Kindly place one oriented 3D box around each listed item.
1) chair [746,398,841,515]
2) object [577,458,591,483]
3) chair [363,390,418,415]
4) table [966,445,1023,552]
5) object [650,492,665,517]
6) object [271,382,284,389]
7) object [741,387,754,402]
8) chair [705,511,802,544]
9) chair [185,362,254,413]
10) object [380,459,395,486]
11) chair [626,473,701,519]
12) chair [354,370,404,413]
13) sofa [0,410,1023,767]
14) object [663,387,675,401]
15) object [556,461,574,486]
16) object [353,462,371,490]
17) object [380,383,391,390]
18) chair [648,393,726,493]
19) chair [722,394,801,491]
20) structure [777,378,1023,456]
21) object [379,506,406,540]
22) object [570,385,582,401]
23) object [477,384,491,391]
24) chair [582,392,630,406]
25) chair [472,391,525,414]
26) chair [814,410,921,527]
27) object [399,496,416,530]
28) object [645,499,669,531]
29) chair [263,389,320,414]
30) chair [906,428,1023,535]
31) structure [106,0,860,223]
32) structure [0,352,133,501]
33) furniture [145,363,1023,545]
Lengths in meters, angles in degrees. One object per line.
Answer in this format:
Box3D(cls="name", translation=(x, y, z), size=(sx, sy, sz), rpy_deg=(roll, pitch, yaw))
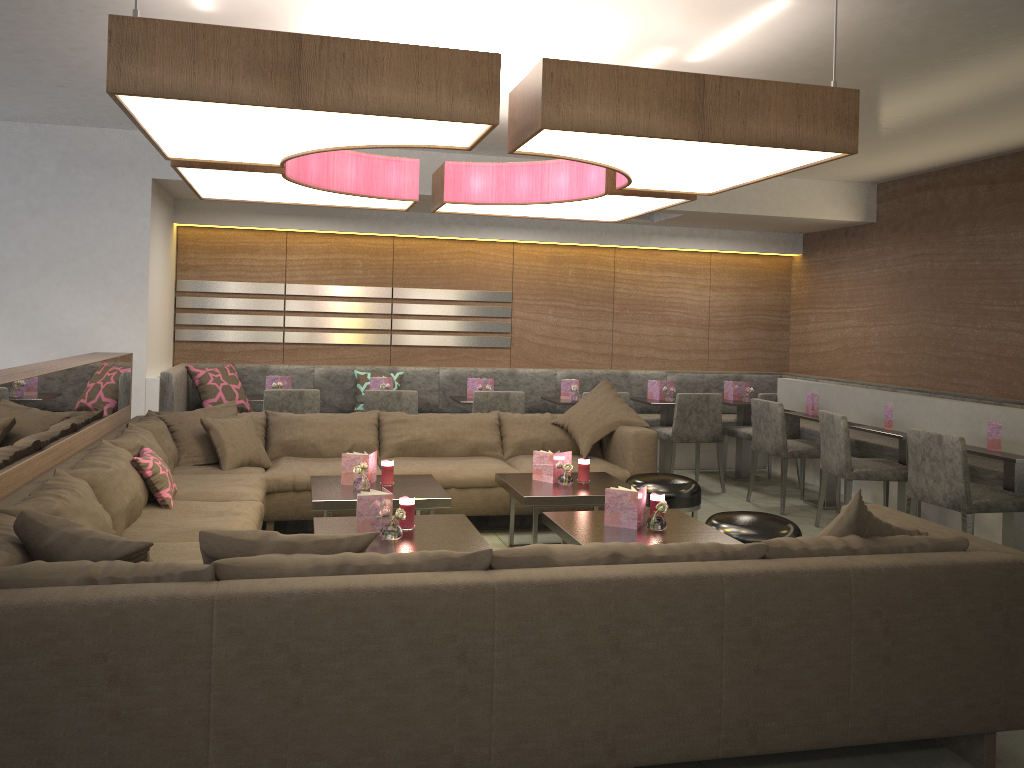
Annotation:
Box3D(cls="chair", translation=(2.010, 0.500, 6.324), size=(0.492, 0.762, 0.477), rpy_deg=(1, 1, -15))
Box3D(cls="object", translation=(0.390, 0.468, 4.793), size=(0.075, 0.128, 0.075), rpy_deg=(2, 1, 39))
Box3D(cls="chair", translation=(-0.889, 0.408, 6.457), size=(0.477, 0.762, 0.493), rpy_deg=(2, 1, -7))
Box3D(cls="table", translation=(2.704, 0.687, 4.734), size=(0.505, 0.654, 0.507), rpy_deg=(1, 1, -14))
Box3D(cls="object", translation=(0.634, 0.543, 3.860), size=(0.075, 0.128, 0.075), rpy_deg=(2, 1, 39))
Box3D(cls="object", translation=(-1.715, 0.046, 6.510), size=(0.094, 0.125, 0.107), rpy_deg=(2, 2, 29))
Box3D(cls="object", translation=(1.969, 0.086, 7.394), size=(0.099, 0.125, 0.097), rpy_deg=(0, 2, -43))
Box3D(cls="chair", translation=(1.061, 0.802, 3.916), size=(0.422, 0.451, 0.423), rpy_deg=(1, 2, -17))
Box3D(cls="chair", translation=(-2.299, 0.053, 6.977), size=(0.295, 0.427, 0.491), rpy_deg=(2, 2, 30))
Box3D(cls="object", translation=(-0.641, 0.456, 4.553), size=(0.075, 0.128, 0.075), rpy_deg=(1, 1, -41))
Box3D(cls="chair", translation=(0.827, 0.725, 4.888), size=(0.422, 0.451, 0.423), rpy_deg=(1, 2, -32))
Box3D(cls="chair", translation=(-1.117, 0.086, 7.423), size=(0.426, 0.395, 0.219), rpy_deg=(1, 1, -13))
Box3D(cls="sofa", translation=(-0.383, 0.641, 4.045), size=(3.177, 0.675, 3.776), rpy_deg=(1, 4, -14))
Box3D(cls="object", translation=(1.285, 0.079, 7.225), size=(0.106, 0.125, 0.093), rpy_deg=(2, 1, 18))
Box3D(cls="object", translation=(0.286, 0.472, 4.708), size=(0.106, 0.129, 0.095), rpy_deg=(3, 2, 36))
Box3D(cls="object", translation=(-0.755, 0.461, 4.439), size=(0.092, 0.132, 0.102), rpy_deg=(3, 2, 41))
Box3D(cls="object", translation=(-0.972, 0.054, 6.695), size=(0.092, 0.125, 0.110), rpy_deg=(2, 2, 19))
Box3D(cls="chair", translation=(1.369, 0.435, 6.966), size=(0.477, 0.762, 0.493), rpy_deg=(1, 1, -14))
Box3D(cls="chair", translation=(2.036, 0.439, 7.173), size=(0.477, 0.762, 0.493), rpy_deg=(1, 1, -16))
Box3D(cls="structure", translation=(2.414, 0.165, 5.727), size=(0.095, 0.231, 2.495), rpy_deg=(2, 4, -14))
Box3D(cls="object", translation=(-0.471, 0.541, 3.460), size=(0.095, 0.129, 0.101), rpy_deg=(1, 2, -30))
Box3D(cls="object", translation=(0.515, 0.070, 7.049), size=(0.095, 0.125, 0.105), rpy_deg=(1, 2, -13))
Box3D(cls="object", translation=(-0.217, 0.062, 6.870), size=(0.102, 0.125, 0.094), rpy_deg=(3, 2, 40))
Box3D(cls="chair", translation=(0.627, 0.426, 6.808), size=(0.476, 0.762, 0.493), rpy_deg=(1, 1, -17))
Box3D(cls="chair", translation=(-0.143, 0.417, 6.629), size=(0.477, 0.762, 0.493), rpy_deg=(1, 1, -11))
Box3D(cls="chair", translation=(2.202, 0.565, 5.496), size=(0.492, 0.762, 0.477), rpy_deg=(2, 1, -1))
Box3D(cls="object", translation=(-0.432, 0.529, 3.633), size=(0.075, 0.128, 0.075), rpy_deg=(1, 1, -41))
Box3D(cls="object", translation=(0.628, 0.550, 3.788), size=(0.095, 0.125, 0.194), rpy_deg=(2, 3, 18))
Box3D(cls="chair", translation=(-1.599, 0.401, 6.274), size=(0.476, 0.762, 0.493), rpy_deg=(1, 1, -21))
Box3D(cls="chair", translation=(2.402, 0.632, 4.655), size=(0.492, 0.762, 0.477), rpy_deg=(1, 1, -16))
Box3D(cls="structure", translation=(-0.248, -1.220, 3.982), size=(2.445, 0.618, 2.448), rpy_deg=(1, 4, -14))
Box3D(cls="structure", translation=(-2.050, 0.454, 3.657), size=(0.224, 1.006, 3.783), rpy_deg=(2, 4, -14))
Box3D(cls="furniture", translation=(0.433, 0.441, 5.864), size=(5.644, 0.853, 4.268), rpy_deg=(1, 4, -13))
